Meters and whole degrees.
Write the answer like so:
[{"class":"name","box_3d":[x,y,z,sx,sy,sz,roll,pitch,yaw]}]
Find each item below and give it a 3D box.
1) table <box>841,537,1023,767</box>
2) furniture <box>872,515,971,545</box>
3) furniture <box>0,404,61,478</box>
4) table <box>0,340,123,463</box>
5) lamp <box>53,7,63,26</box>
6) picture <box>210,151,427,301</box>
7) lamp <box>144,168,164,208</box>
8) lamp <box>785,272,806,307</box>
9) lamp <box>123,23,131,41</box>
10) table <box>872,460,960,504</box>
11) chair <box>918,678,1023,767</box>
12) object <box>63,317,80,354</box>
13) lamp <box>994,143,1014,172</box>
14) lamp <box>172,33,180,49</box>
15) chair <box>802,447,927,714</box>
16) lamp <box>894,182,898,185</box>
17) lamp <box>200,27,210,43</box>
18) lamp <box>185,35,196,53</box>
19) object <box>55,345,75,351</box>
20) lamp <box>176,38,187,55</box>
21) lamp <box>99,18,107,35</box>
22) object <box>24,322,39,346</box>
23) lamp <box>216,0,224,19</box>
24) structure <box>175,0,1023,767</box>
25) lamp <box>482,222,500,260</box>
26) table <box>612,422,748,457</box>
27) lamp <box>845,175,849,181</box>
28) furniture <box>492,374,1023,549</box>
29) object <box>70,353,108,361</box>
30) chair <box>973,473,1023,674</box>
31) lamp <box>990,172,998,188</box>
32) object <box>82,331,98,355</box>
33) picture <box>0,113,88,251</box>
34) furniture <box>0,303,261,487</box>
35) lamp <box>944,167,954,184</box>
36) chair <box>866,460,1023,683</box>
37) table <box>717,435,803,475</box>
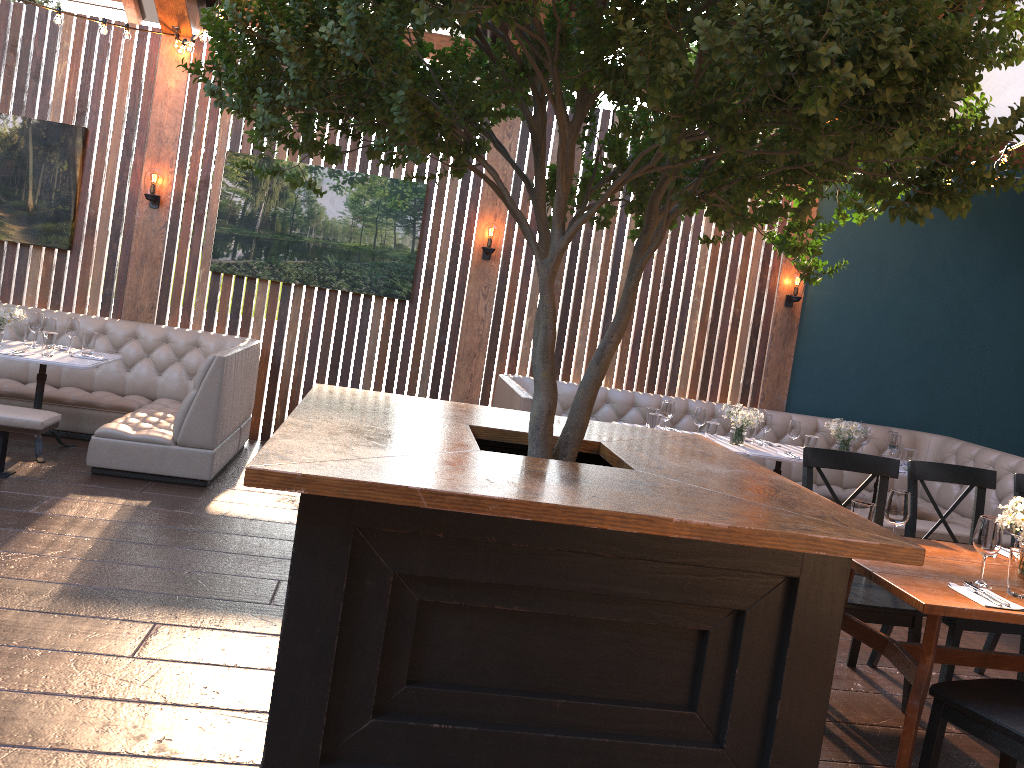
[{"class":"table","box_3d":[2.387,1.167,3.445,2.427,0.728,0.955,8,4,-8]},{"class":"furniture","box_3d":[2.038,1.042,5.955,2.325,0.398,0.314,8,3,-8]},{"class":"furniture","box_3d":[-3.920,0.220,5.165,2.325,0.398,0.314,8,3,-8]},{"class":"table","box_3d":[-3.185,0.118,5.950,0.797,0.671,0.802,8,4,-9]},{"class":"lamp","box_3d":[-2.943,-2.389,5.747,0.056,0.121,0.056,9,2,17]},{"class":"picture","box_3d":[-1.595,-1.303,7.348,1.647,0.996,0.065,8,2,-7]},{"class":"lamp","box_3d":[-2.882,-1.579,7.116,0.146,0.319,0.179,8,3,-8]},{"class":"lamp","box_3d":[2.508,-0.835,7.831,0.146,0.319,0.179,8,3,-8]},{"class":"lamp","box_3d":[-2.821,-2.581,6.492,0.056,0.120,0.057,7,3,-42]},{"class":"table","box_3d":[2.762,0.939,6.739,0.797,0.671,0.802,8,4,-8]},{"class":"chair","box_3d":[1.655,0.979,2.728,0.476,1.018,0.543,8,3,-25]},{"class":"object","box_3d":[-3.018,-0.331,6.059,0.093,0.244,0.092,10,3,40]},{"class":"lamp","box_3d":[2.028,-0.934,3.653,0.056,0.119,0.060,9,2,7]},{"class":"lamp","box_3d":[-2.664,-2.724,7.034,0.062,0.119,0.056,10,3,27]},{"class":"chair","box_3d":[1.520,0.843,3.936,0.477,1.018,0.541,8,2,-8]},{"class":"lamp","box_3d":[2.248,-1.165,5.136,0.074,0.115,0.056,11,3,35]},{"class":"lamp","box_3d":[-1.741,-2.000,5.030,0.056,0.120,0.057,7,3,-42]},{"class":"lamp","box_3d":[-2.071,-2.193,5.700,0.062,0.118,0.056,10,3,34]},{"class":"object","box_3d":[-3.182,-0.256,6.203,0.157,0.019,0.256,8,5,-8]},{"class":"lamp","box_3d":[-2.379,-2.432,6.370,0.066,0.118,0.056,11,3,41]},{"class":"lamp","box_3d":[-2.866,-2.510,6.210,0.056,0.121,0.056,8,2,-5]},{"class":"object","box_3d":[-3.332,-0.342,6.133,0.091,0.158,0.092,8,3,-21]},{"class":"lamp","box_3d":[-1.420,-1.844,4.346,0.056,0.120,0.057,8,2,-20]},{"class":"structure","box_3d":[0.240,-0.622,3.081,2.851,3.688,2.722,9,3,1]},{"class":"lamp","box_3d":[-0.188,-1.207,7.473,0.146,0.319,0.179,8,3,-8]},{"class":"table","box_3d":[1.161,0.718,6.527,0.797,0.671,0.802,8,4,-9]},{"class":"lamp","box_3d":[2.499,-1.574,6.627,0.056,0.119,0.060,8,2,-14]},{"class":"furniture","box_3d":[1.918,0.690,7.014,4.151,0.857,1.718,8,5,-8]},{"class":"object","box_3d":[-2.878,-0.189,5.984,0.255,0.019,0.158,8,5,-7]},{"class":"chair","box_3d":[2.611,0.987,4.144,0.477,1.018,0.541,8,2,-3]},{"class":"lamp","box_3d":[3.432,-1.452,6.295,0.056,0.120,0.056,9,2,7]},{"class":"object","box_3d":[-2.936,-0.283,6.138,0.091,0.158,0.092,8,3,-21]},{"class":"picture","box_3d":[-4.285,-1.673,6.985,1.647,0.996,0.065,8,2,-7]},{"class":"furniture","box_3d":[-4.017,-0.129,6.227,4.151,0.857,1.718,8,5,-8]},{"class":"lamp","box_3d":[2.170,-1.023,4.397,0.060,0.119,0.056,10,3,29]},{"class":"chair","box_3d":[2.064,0.913,4.056,0.476,1.018,0.542,8,2,-13]},{"class":"table","box_3d":[1.962,0.828,6.633,0.797,0.671,0.802,8,4,-8]}]
